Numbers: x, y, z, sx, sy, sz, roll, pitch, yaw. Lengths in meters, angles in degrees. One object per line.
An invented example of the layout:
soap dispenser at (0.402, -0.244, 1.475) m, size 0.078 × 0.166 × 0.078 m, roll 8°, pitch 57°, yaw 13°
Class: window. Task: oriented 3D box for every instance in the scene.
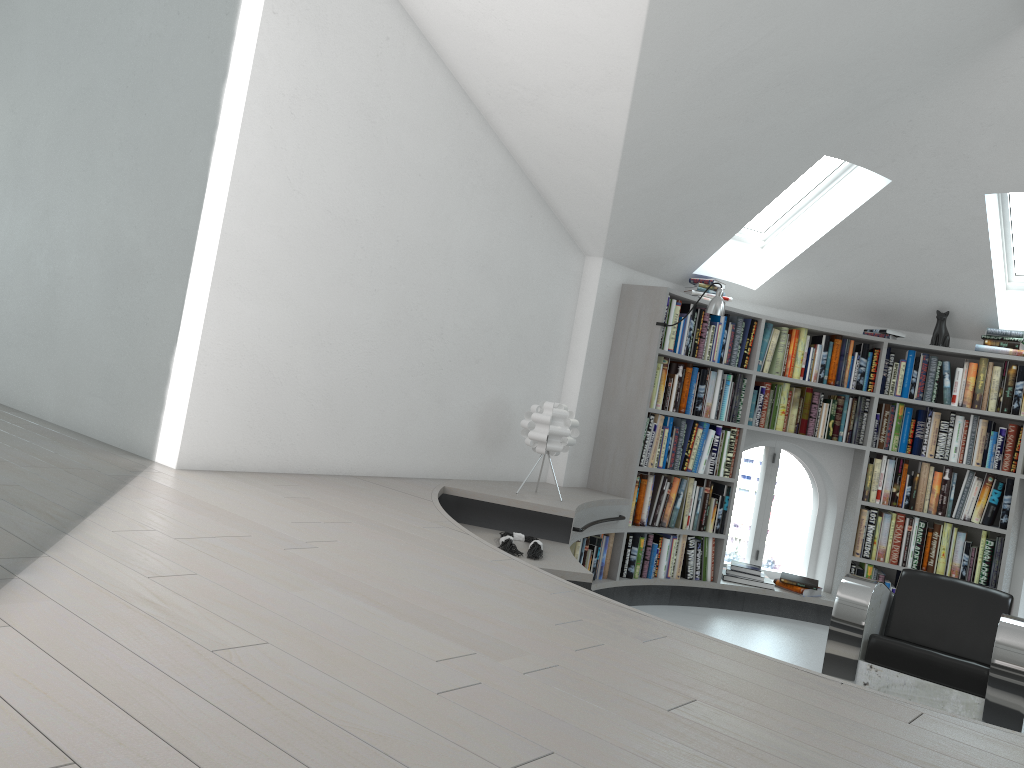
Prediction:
window at (2.921, 1.115, 6.255) m, size 3.237 × 1.152 × 0.615 m, roll 10°, pitch -1°, yaw 25°
window at (3.182, -1.065, 5.327) m, size 4.065 × 0.714 × 1.927 m, roll 10°, pitch 0°, yaw 39°

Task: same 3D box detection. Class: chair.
chair at (2.008, 1.302, 4.223) m, size 0.825 × 0.720 × 0.739 m, roll 10°, pitch -1°, yaw 33°

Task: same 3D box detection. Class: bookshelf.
bookshelf at (2.869, 0.680, 5.279) m, size 4.343 × 1.882 × 2.102 m, roll 10°, pitch -1°, yaw 39°

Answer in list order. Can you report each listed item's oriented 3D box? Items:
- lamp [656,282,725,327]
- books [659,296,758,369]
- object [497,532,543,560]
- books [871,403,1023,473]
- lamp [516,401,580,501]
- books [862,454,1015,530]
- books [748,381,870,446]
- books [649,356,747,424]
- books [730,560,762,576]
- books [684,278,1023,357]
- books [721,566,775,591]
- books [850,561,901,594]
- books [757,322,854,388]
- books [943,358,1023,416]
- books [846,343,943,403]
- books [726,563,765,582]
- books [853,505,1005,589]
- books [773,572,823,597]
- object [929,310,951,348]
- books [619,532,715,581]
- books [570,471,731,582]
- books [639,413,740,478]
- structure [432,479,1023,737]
lamp at (1.138, -0.492, 5.561) m, size 0.415 × 0.312 × 0.116 m, roll 10°, pitch -1°, yaw 36°
books at (1.237, -0.350, 6.037) m, size 1.030 × 0.361 × 0.301 m, roll 10°, pitch -1°, yaw -35°
object at (0.040, 0.763, 4.196) m, size 0.218 × 0.082 × 0.473 m, roll 10°, pitch 0°, yaw 1°
books at (3.044, 0.365, 6.222) m, size 1.030 × 0.359 × 0.300 m, roll 10°, pitch -1°, yaw 24°
lamp at (0.191, 0.362, 4.930) m, size 0.306 × 0.525 × 0.305 m, roll 10°, pitch -1°, yaw 27°
books at (2.960, 0.736, 6.174) m, size 0.999 × 0.352 × 0.297 m, roll 10°, pitch -1°, yaw 22°
books at (2.788, 0.326, 6.132) m, size 2.533 × 0.371 × 0.589 m, roll 10°, pitch 0°, yaw 19°
books at (1.176, 0.033, 6.048) m, size 1.085 × 0.348 × 0.303 m, roll 10°, pitch -1°, yaw -36°
books at (1.695, 1.334, 6.427) m, size 0.214 × 0.036 × 0.226 m, roll 10°, pitch 0°, yaw 15°
books at (2.598, -0.414, 6.145) m, size 2.816 × 0.173 × 0.746 m, roll 10°, pitch 0°, yaw 9°
books at (1.684, 1.399, 6.425) m, size 0.365 × 0.042 × 0.387 m, roll 10°, pitch 0°, yaw 5°
books at (2.824, 1.474, 6.153) m, size 1.021 × 0.307 × 0.287 m, roll 10°, pitch -1°, yaw 23°
books at (2.052, -0.209, 6.378) m, size 0.792 × 0.373 × 0.269 m, roll 10°, pitch -1°, yaw -8°
books at (3.622, 0.074, 5.790) m, size 1.569 × 0.367 × 0.392 m, roll 10°, pitch 0°, yaw 44°
books at (2.721, -0.078, 6.360) m, size 0.683 × 0.346 × 0.264 m, roll 10°, pitch -1°, yaw 16°
books at (1.690, 1.365, 6.426) m, size 0.269 × 0.031 × 0.285 m, roll 10°, pitch 0°, yaw 15°
books at (2.905, 1.119, 6.159) m, size 1.033 × 0.358 × 0.292 m, roll 10°, pitch -1°, yaw 24°
books at (2.052, 1.438, 6.351) m, size 0.319 × 0.100 × 0.291 m, roll 10°, pitch 0°, yaw 40°
object at (3.041, -0.379, 6.248) m, size 0.147 × 0.265 × 0.201 m, roll 9°, pitch -1°, yaw 35°
books at (1.011, 1.144, 6.031) m, size 0.916 × 0.320 × 0.283 m, roll 10°, pitch -1°, yaw -33°
books at (0.810, 0.913, 5.813) m, size 1.636 × 0.696 × 0.391 m, roll 10°, pitch -1°, yaw -41°
books at (1.113, 0.405, 5.988) m, size 1.017 × 0.359 × 0.261 m, roll 10°, pitch -1°, yaw -34°
structure at (1.889, 1.287, 4.184) m, size 4.706 × 0.694 × 4.710 m, roll 10°, pitch 0°, yaw -6°
